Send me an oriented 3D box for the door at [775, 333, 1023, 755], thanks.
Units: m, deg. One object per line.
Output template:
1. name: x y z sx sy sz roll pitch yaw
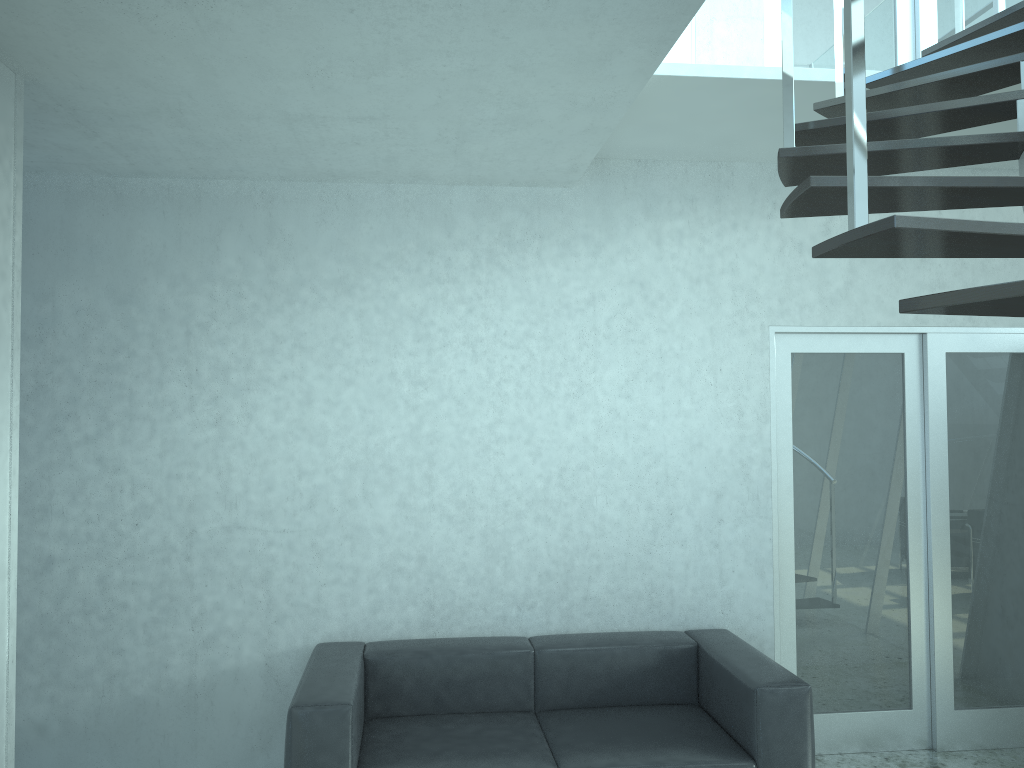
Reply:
1. door: 2.575 0.457 5.033 1.162 3.200 2.576 -2 -3 41

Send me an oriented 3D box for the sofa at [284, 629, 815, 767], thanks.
1. sofa: 0.128 1.479 3.724 2.025 0.652 0.943 0 -2 -7

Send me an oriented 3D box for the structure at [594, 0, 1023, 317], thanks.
1. structure: 1.835 -0.305 2.573 2.655 4.156 3.780 0 -2 -7
